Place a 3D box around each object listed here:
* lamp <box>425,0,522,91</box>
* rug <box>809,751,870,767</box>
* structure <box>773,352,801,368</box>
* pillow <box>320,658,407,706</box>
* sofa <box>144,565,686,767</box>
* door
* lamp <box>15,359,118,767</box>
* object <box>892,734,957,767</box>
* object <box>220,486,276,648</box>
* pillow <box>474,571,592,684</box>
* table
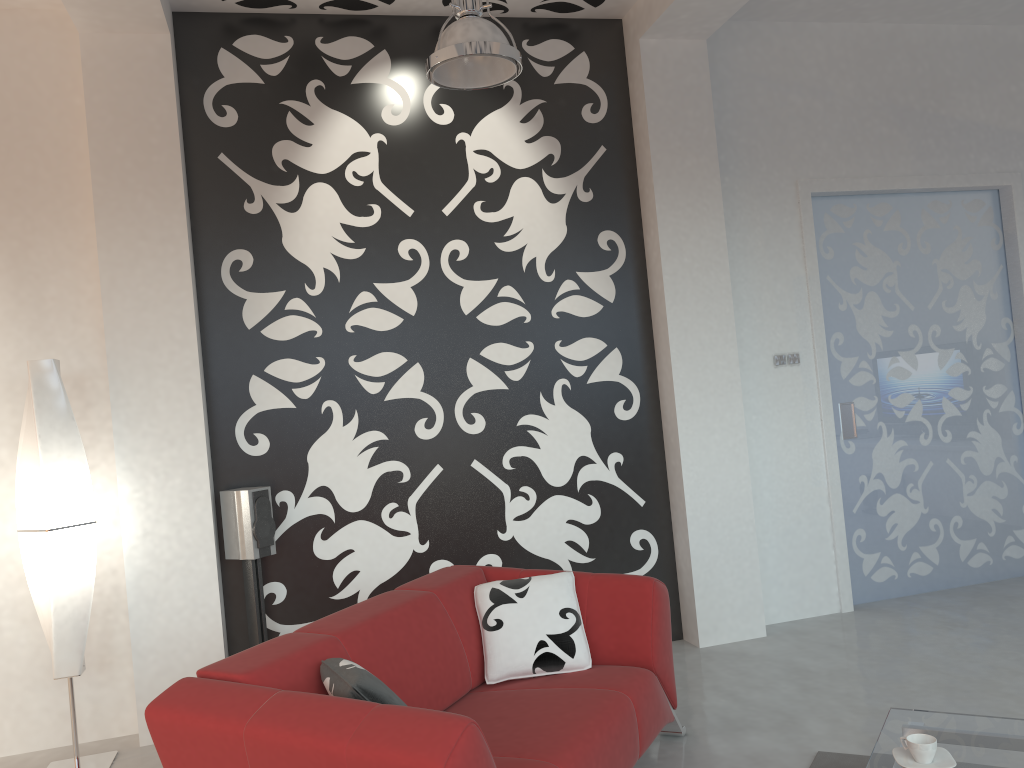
[{"bbox_3d":[-0.185,-1.621,3.496,0.379,0.800,0.379,-5,-1,-22],"label":"lamp"},{"bbox_3d":[1.429,1.310,2.123,1.700,0.025,1.700,-6,-1,31],"label":"rug"},{"bbox_3d":[1.601,-0.142,5.162,0.170,0.080,0.016,-5,-1,-14],"label":"structure"},{"bbox_3d":[-0.363,0.946,2.493,0.288,0.343,0.402,-5,-1,-22],"label":"pillow"},{"bbox_3d":[-0.132,1.111,2.921,0.951,0.738,1.929,-6,-1,26],"label":"sofa"},{"bbox_3d":[2.546,0.001,5.506,1.600,2.550,0.240,-5,-1,-14],"label":"door"},{"bbox_3d":[-1.965,0.783,3.859,0.313,1.779,0.313,-5,-1,-6],"label":"lamp"},{"bbox_3d":[1.142,1.021,2.464,0.153,0.069,0.153,-6,-1,12],"label":"object"},{"bbox_3d":[-1.226,1.056,4.235,0.229,1.112,0.214,-6,-1,31],"label":"object"},{"bbox_3d":[0.073,0.923,3.390,0.402,0.343,0.288,-5,-1,-7],"label":"pillow"},{"bbox_3d":[1.426,1.165,2.119,1.097,0.286,1.162,-6,-1,31],"label":"table"}]
